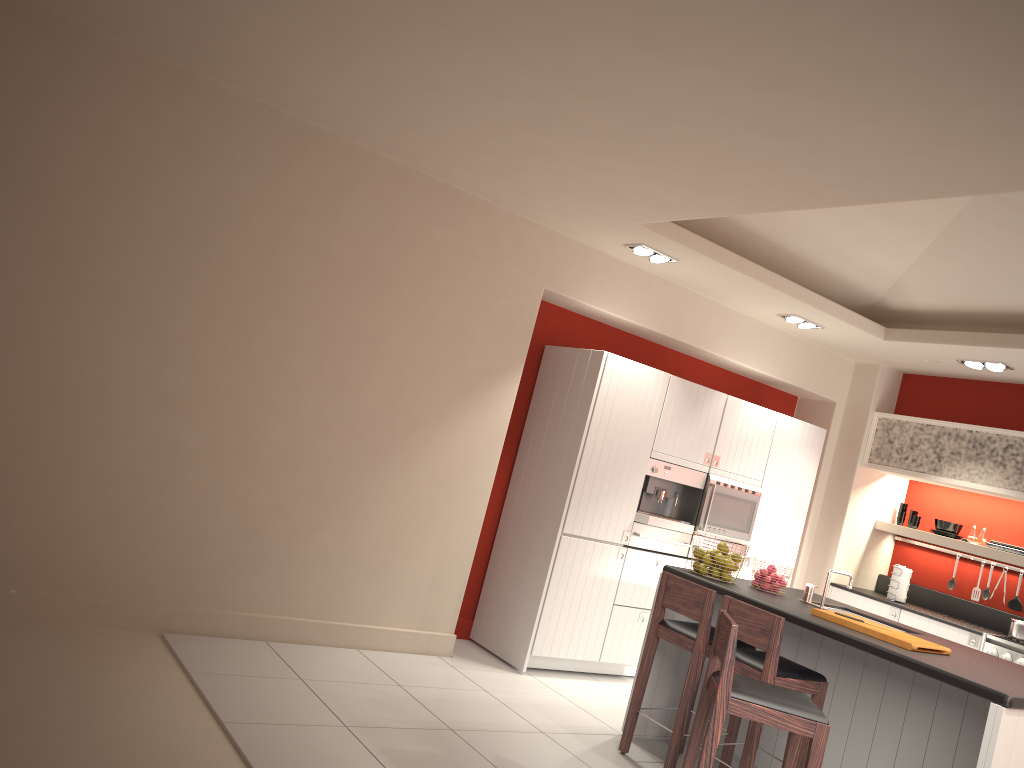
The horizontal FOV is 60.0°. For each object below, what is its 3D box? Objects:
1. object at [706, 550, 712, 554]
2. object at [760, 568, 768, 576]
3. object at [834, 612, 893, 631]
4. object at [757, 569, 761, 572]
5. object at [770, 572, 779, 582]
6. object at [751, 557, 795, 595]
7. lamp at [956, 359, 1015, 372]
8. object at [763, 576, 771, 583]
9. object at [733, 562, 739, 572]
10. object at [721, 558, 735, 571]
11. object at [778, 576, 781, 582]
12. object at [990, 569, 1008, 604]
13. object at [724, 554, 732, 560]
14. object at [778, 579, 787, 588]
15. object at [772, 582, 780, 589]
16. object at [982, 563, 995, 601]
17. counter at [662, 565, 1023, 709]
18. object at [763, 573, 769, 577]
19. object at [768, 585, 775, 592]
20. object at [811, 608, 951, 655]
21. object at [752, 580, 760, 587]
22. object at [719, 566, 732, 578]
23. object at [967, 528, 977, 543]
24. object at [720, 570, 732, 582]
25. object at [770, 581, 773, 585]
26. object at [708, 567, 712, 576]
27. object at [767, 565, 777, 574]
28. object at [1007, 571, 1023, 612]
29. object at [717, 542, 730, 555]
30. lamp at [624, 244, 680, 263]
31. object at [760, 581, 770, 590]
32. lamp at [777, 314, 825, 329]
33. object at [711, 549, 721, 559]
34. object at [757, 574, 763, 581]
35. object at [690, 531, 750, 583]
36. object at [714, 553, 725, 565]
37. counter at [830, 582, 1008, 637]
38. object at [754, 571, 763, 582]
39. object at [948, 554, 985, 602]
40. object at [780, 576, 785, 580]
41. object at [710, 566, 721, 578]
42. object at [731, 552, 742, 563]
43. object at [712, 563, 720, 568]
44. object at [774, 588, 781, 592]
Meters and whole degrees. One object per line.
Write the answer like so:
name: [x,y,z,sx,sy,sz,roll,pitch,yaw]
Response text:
object: [1.190,1.025,5.320,0.062,0.061,0.057,16,-4,-19]
object: [1.501,1.122,5.285,0.048,0.046,0.048,14,-4,12]
object: [1.835,1.237,4.617,0.303,0.010,0.035,13,-4,27]
object: [1.513,1.151,5.384,0.048,0.049,0.049,16,-4,-26]
object: [1.563,1.151,5.283,0.056,0.055,0.051,16,-4,-19]
object: [1.556,1.161,5.335,0.248,0.168,0.247,11,-5,44]
lamp: [3.647,-0.166,6.838,0.199,0.109,0.361,17,-4,-34]
object: [1.515,1.161,5.269,0.048,0.046,0.048,14,-4,15]
object: [1.311,1.079,5.233,0.055,0.057,0.057,18,-5,-42]
object: [1.264,1.063,5.199,0.082,0.082,0.082,13,-4,23]
object: [1.594,1.169,5.325,0.041,0.044,0.045,13,-4,26]
object: [4.076,1.673,7.393,0.009,0.297,0.124,17,-4,-34]
object: [1.275,1.034,5.250,0.056,0.054,0.057,13,-4,27]
object: [1.620,1.198,5.318,0.055,0.056,0.055,16,-4,-24]
object: [1.571,1.197,5.284,0.046,0.043,0.046,14,-3,6]
object: [4.020,1.667,7.473,0.022,0.324,0.067,17,-4,-35]
counter: [2.022,1.366,4.841,1.414,0.050,2.055,17,-4,-34]
object: [1.519,1.142,5.318,0.041,0.039,0.041,16,-4,-18]
object: [1.554,1.226,5.318,0.040,0.039,0.039,14,-4,15]
object: [1.890,1.271,4.564,0.372,0.033,0.570,17,-4,-35]
object: [1.472,1.200,5.346,0.050,0.049,0.049,13,-4,22]
object: [1.262,1.120,5.269,0.084,0.079,0.086,14,-4,11]
object: [3.897,1.281,7.502,0.076,0.131,0.076,14,-4,9]
object: [1.251,1.119,5.183,0.068,0.068,0.068,16,-4,-22]
object: [1.567,1.187,5.366,0.055,0.056,0.055,16,-4,-24]
object: [1.193,1.119,5.294,0.053,0.054,0.055,17,-4,-30]
object: [1.558,1.114,5.321,0.056,0.058,0.056,14,-4,11]
object: [4.165,1.699,7.286,0.040,0.331,0.123,17,-4,-34]
object: [1.259,0.979,5.283,0.077,0.080,0.078,17,-4,-34]
lamp: [0.967,-0.913,6.115,0.361,0.103,0.199,17,-4,-34]
object: [1.511,1.202,5.297,0.061,0.057,0.062,17,-4,-34]
lamp: [2.293,-0.500,7.036,0.361,0.084,0.199,17,-4,-34]
object: [1.207,1.007,5.242,0.062,0.061,0.057,16,-4,-19]
object: [1.483,1.158,5.301,0.041,0.041,0.040,15,-3,3]
object: [1.218,1.032,5.272,0.341,0.232,0.341,15,-3,-1]
object: [1.214,1.023,5.182,0.067,0.068,0.067,14,-4,19]
counter: [3.444,1.900,7.411,0.698,0.026,1.361,17,-4,-34]
object: [1.490,1.161,5.343,0.060,0.059,0.059,16,-4,-22]
object: [3.911,1.662,7.629,0.022,0.351,0.287,17,-4,-33]
object: [1.620,1.184,5.367,0.056,0.050,0.055,14,-3,5]
object: [1.201,1.108,5.219,0.068,0.068,0.068,16,-4,-22]
object: [1.332,1.032,5.263,0.067,0.064,0.067,17,-4,-33]
object: [1.228,1.088,5.339,0.064,0.060,0.064,17,-4,-39]
object: [1.598,1.234,5.361,0.050,0.049,0.049,13,-4,22]
